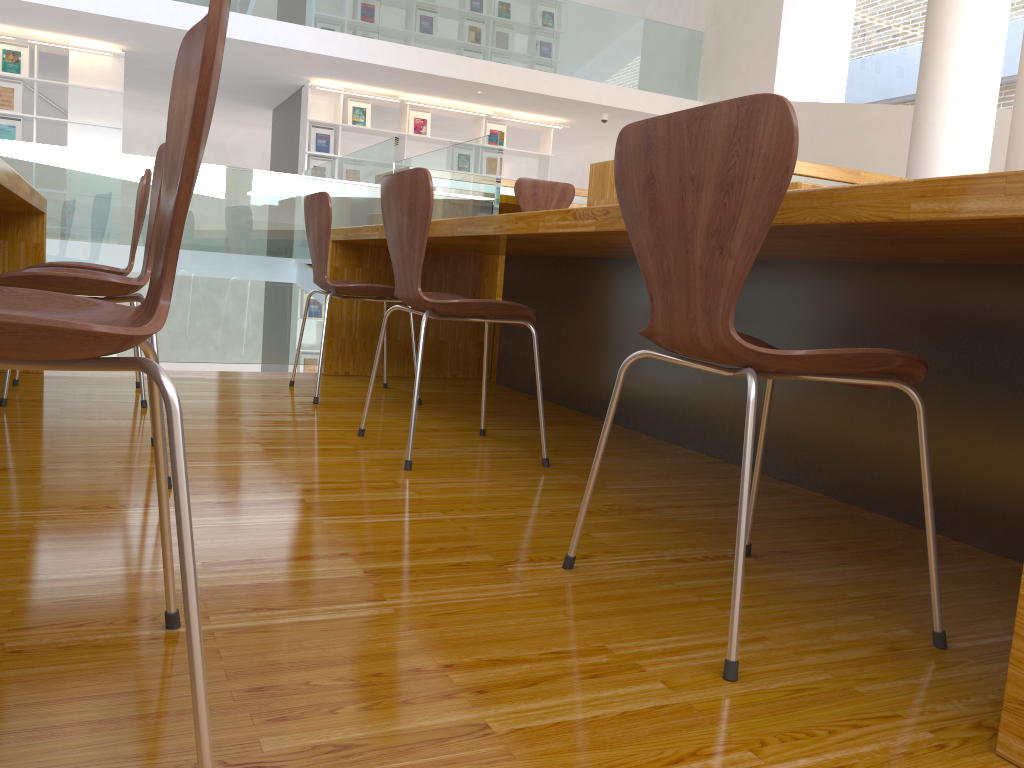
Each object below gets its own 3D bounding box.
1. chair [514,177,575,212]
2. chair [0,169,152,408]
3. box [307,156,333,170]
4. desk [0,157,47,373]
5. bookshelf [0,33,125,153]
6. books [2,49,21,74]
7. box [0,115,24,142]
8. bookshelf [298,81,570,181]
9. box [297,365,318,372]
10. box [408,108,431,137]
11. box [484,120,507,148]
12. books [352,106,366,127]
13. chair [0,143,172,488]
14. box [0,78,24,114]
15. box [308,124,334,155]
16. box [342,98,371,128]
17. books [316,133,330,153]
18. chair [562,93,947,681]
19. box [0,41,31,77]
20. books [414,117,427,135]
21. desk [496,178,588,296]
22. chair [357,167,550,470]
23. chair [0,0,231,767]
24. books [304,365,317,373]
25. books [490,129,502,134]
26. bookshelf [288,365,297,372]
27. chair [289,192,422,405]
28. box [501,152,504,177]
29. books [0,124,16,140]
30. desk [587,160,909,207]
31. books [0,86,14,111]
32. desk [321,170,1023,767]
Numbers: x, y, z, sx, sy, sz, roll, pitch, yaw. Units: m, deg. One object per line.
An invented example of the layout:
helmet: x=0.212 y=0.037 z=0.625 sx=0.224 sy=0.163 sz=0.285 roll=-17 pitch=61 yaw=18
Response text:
chair: x=0.101 y=-0.851 z=5.296 sx=0.428 sy=0.693 sz=0.381 roll=1 pitch=7 yaw=-25
chair: x=-1.299 y=-0.306 z=2.668 sx=0.381 sy=0.693 sz=0.428 roll=1 pitch=7 yaw=-25
box: x=-2.054 y=-2.254 z=9.460 sx=0.245 sy=0.296 sz=0.274 roll=1 pitch=7 yaw=-25
desk: x=-1.555 y=0.070 z=1.447 sx=1.248 sy=1.022 sz=3.216 roll=1 pitch=7 yaw=-25
bookshelf: x=-5.434 y=-2.308 z=7.804 sx=3.666 sy=1.836 sz=0.498 roll=1 pitch=7 yaw=-25
books: x=-4.526 y=-2.910 z=8.019 sx=0.145 sy=0.210 sz=0.037 roll=1 pitch=7 yaw=-25
box: x=-4.651 y=-2.305 z=8.173 sx=0.245 sy=0.296 sz=0.274 roll=1 pitch=7 yaw=-25
bookshelf: x=-0.850 y=-2.202 z=9.952 sx=2.984 sy=1.836 sz=0.498 roll=1 pitch=7 yaw=-25
box: x=-2.213 y=-0.213 z=9.698 sx=0.245 sy=0.296 sz=0.274 roll=1 pitch=7 yaw=-25
box: x=-1.049 y=-2.883 z=9.829 sx=0.245 sy=0.296 sz=0.274 roll=1 pitch=7 yaw=-25
box: x=-0.216 y=-2.862 z=10.222 sx=0.245 sy=0.296 sz=0.274 roll=1 pitch=7 yaw=-25
books: x=-1.629 y=-2.843 z=9.453 sx=0.145 sy=0.210 sz=0.037 roll=1 pitch=7 yaw=-25
chair: x=-0.893 y=-0.172 z=1.795 sx=0.381 sy=0.693 sz=0.428 roll=1 pitch=7 yaw=-25
box: x=-4.627 y=-2.631 z=8.134 sx=0.245 sy=0.296 sz=0.274 roll=1 pitch=7 yaw=-25
box: x=-2.034 y=-2.579 z=9.419 sx=0.245 sy=0.296 sz=0.274 roll=1 pitch=7 yaw=-25
box: x=-1.665 y=-2.896 z=9.543 sx=0.245 sy=0.296 sz=0.274 roll=1 pitch=7 yaw=-25
books: x=-1.990 y=-2.524 z=9.330 sx=0.145 sy=0.210 sz=0.037 roll=1 pitch=7 yaw=-25
chair: x=0.365 y=-0.014 z=1.283 sx=0.381 sy=0.693 sz=0.428 roll=1 pitch=7 yaw=-25
box: x=-4.557 y=-2.955 z=8.117 sx=0.245 sy=0.296 sz=0.274 roll=1 pitch=7 yaw=-25
books: x=-1.007 y=-2.813 z=9.747 sx=0.145 sy=0.210 sz=0.037 roll=1 pitch=7 yaw=-25
desk: x=0.743 y=-0.957 z=6.337 sx=3.196 sy=0.757 sz=1.248 roll=1 pitch=7 yaw=-25
chair: x=-0.138 y=-0.168 z=2.271 sx=0.381 sy=0.693 sz=0.428 roll=1 pitch=7 yaw=-25
chair: x=-0.465 y=-0.020 z=0.786 sx=0.381 sy=0.693 sz=0.428 roll=1 pitch=7 yaw=-25
books: x=-2.183 y=-0.170 z=9.604 sx=0.145 sy=0.210 sz=0.037 roll=1 pitch=7 yaw=-25
books: x=-0.185 y=-2.794 z=10.133 sx=0.145 sy=0.210 sz=0.037 roll=1 pitch=7 yaw=-25
bookshelf: x=-1.009 y=-0.161 z=10.190 sx=2.984 sy=1.836 sz=0.498 roll=1 pitch=7 yaw=-25
chair: x=-0.544 y=-0.302 z=3.143 sx=0.381 sy=0.693 sz=0.428 roll=1 pitch=7 yaw=-25
box: x=-0.242 y=-2.538 z=10.260 sx=0.245 sy=0.296 sz=0.274 roll=1 pitch=7 yaw=-25
books: x=-4.610 y=-2.255 z=8.081 sx=0.145 sy=0.210 sz=0.037 roll=1 pitch=7 yaw=-25
desk: x=1.989 y=-0.410 z=3.806 sx=3.194 sy=0.762 sz=1.247 roll=1 pitch=7 yaw=-25
books: x=-4.599 y=-2.585 z=8.038 sx=0.145 sy=0.210 sz=0.037 roll=1 pitch=7 yaw=-25
desk: x=0.262 y=-0.105 z=2.363 sx=0.760 sy=0.606 sz=3.356 roll=1 pitch=7 yaw=-25
